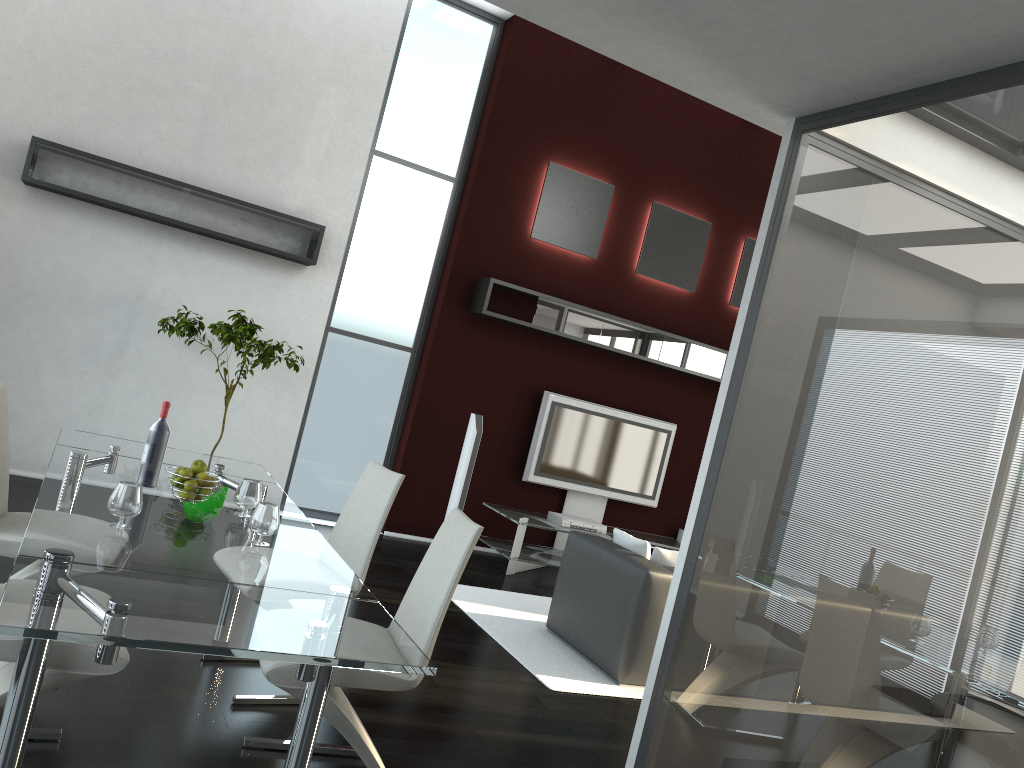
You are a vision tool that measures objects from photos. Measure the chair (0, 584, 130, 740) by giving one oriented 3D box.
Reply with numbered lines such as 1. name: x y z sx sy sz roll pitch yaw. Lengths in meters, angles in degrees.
1. chair: -1.409 0.629 2.503 0.612 0.959 0.471 14 -1 -30

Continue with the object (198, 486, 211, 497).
1. object: -1.112 0.388 3.211 0.045 0.042 0.045 14 -1 -30

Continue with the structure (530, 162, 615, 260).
1. structure: 0.531 -1.519 7.810 0.678 0.676 0.055 14 -1 -25

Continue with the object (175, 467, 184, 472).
1. object: -1.209 0.328 3.250 0.047 0.048 0.047 14 -1 28

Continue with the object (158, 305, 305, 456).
1. object: -2.091 0.208 6.257 0.994 1.515 0.646 14 -1 -33

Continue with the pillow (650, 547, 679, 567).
1. pillow: 0.942 1.157 5.277 0.376 0.361 0.169 14 -1 -23

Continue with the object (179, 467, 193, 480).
1. object: -1.163 0.320 3.160 0.047 0.045 0.047 14 -1 -24

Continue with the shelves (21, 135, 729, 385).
1. shelves: -0.181 -0.716 7.433 6.988 0.301 0.305 14 -1 -25

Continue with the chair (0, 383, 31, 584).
1. chair: -1.799 0.538 3.371 0.612 0.959 0.471 14 -1 -15

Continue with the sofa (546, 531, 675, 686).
1. sofa: 1.668 1.575 5.798 2.781 0.652 0.943 14 -1 -25

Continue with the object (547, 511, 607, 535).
1. object: 0.555 1.186 7.564 0.439 0.073 0.273 14 -1 -25

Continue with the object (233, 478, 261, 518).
1. object: -0.968 0.417 3.244 0.098 0.132 0.098 14 0 -5

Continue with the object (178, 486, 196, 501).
1. object: -1.167 0.393 3.190 0.061 0.056 0.059 14 -1 20

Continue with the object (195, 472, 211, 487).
1. object: -1.114 0.345 3.197 0.050 0.054 0.055 14 -1 34

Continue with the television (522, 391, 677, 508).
1. television: 0.821 0.611 8.032 1.436 0.807 0.099 14 -1 -25

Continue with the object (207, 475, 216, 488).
1. object: -1.113 0.359 3.252 0.055 0.048 0.054 14 -1 -32

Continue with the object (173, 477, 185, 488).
1. object: -1.189 0.352 3.169 0.040 0.040 0.039 14 -1 -33

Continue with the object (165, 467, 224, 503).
1. object: -1.164 0.377 3.219 0.206 0.105 0.206 14 -1 20

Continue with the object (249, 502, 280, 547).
1. object: -0.805 0.455 2.882 0.098 0.132 0.098 14 0 -5

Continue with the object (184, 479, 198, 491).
1. object: -1.146 0.359 3.162 0.047 0.045 0.047 14 -1 -21

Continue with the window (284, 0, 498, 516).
1. window: -1.009 -1.048 7.440 0.800 4.400 0.025 14 -1 -25

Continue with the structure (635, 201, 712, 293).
1. structure: 1.504 -1.270 8.277 0.678 0.676 0.055 14 -1 -25

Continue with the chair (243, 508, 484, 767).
1. chair: -0.523 0.856 2.950 0.612 0.959 0.471 14 -1 -20

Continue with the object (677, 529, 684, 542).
1. object: 1.735 1.694 8.476 0.286 0.518 0.323 14 -1 -25

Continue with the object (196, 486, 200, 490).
1. object: -1.159 0.363 3.271 0.054 0.055 0.053 14 -1 30

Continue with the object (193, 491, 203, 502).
1. object: -1.145 0.410 3.234 0.038 0.038 0.038 14 -1 -21

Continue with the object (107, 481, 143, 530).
1. object: -1.160 0.363 2.660 0.098 0.132 0.098 14 0 -5

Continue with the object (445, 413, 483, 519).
1. object: -0.415 0.807 7.296 0.228 1.141 0.215 15 -1 -40

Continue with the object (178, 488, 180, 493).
1. object: -1.195 0.392 3.238 0.048 0.048 0.048 14 -1 -14

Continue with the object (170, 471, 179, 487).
1. object: -1.206 0.346 3.206 0.058 0.058 0.058 14 -1 32

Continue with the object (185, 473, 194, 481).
1. object: -1.168 0.331 3.199 0.040 0.038 0.040 14 -1 36

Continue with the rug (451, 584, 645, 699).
1. rug: 1.434 1.872 6.099 3.695 0.009 1.875 14 -1 -25

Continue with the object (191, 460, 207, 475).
1. object: -1.136 0.302 3.217 0.055 0.056 0.055 14 -1 -25

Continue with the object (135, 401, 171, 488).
1. object: -1.338 0.224 3.338 0.082 0.326 0.082 14 0 -4

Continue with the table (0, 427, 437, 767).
1. table: -1.236 0.794 3.136 0.940 0.731 2.720 14 -1 -25

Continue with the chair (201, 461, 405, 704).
1. chair: -0.882 0.773 3.710 0.612 0.959 0.471 14 -1 -35

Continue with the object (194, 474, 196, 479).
1. object: -1.165 0.326 3.251 0.040 0.043 0.044 14 -1 -10

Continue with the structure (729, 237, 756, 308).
1. structure: 2.478 -1.021 8.744 0.678 0.676 0.055 14 -1 -25

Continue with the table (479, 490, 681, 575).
1. table: 0.820 1.173 7.793 2.046 1.093 0.771 14 -1 -25

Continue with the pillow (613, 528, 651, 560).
1. pillow: 0.744 1.110 5.479 0.186 0.358 0.376 14 -1 -24
